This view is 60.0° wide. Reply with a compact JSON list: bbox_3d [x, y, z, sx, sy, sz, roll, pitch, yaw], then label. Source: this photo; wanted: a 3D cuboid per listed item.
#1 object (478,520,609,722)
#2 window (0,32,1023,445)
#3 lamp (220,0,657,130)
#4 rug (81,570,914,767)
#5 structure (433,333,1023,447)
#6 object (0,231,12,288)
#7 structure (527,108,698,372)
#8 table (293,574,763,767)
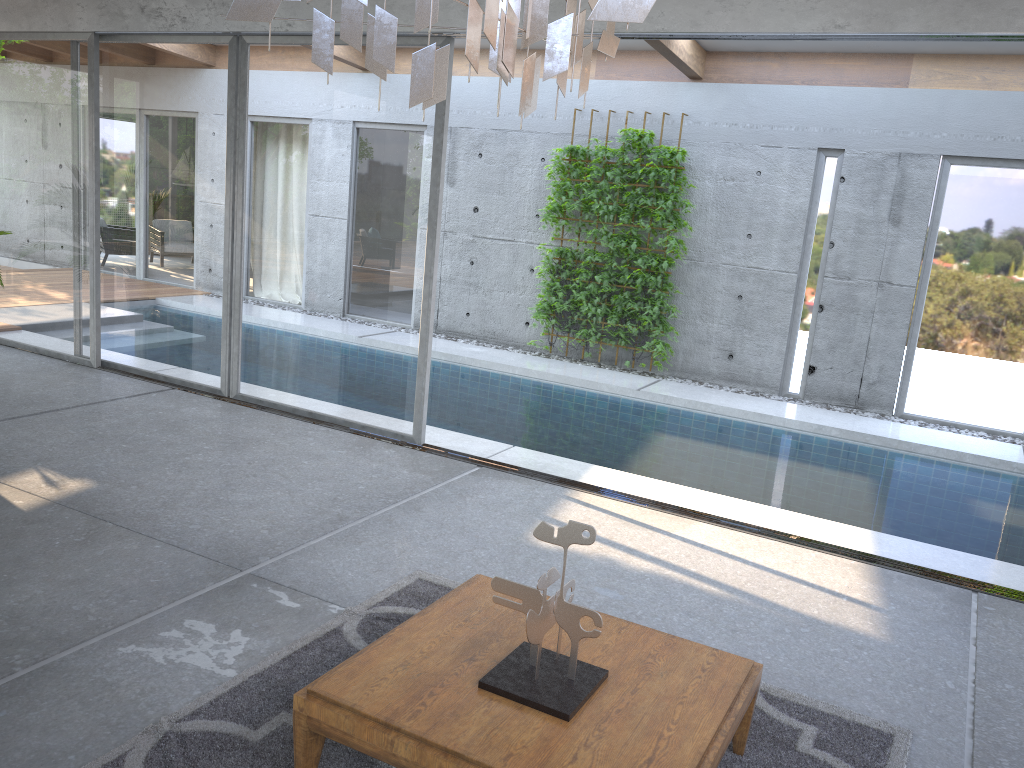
[{"bbox_3d":[0.100,0.643,2.679,0.379,0.518,0.346,11,13,26],"label":"object"},{"bbox_3d":[0.451,-0.517,2.213,23.280,3.764,14.294,11,13,26],"label":"window"},{"bbox_3d":[-0.055,-1.136,1.381,0.862,1.400,0.636,2,13,-16],"label":"lamp"},{"bbox_3d":[-0.234,1.278,2.347,2.187,0.056,3.186,12,13,27],"label":"rug"},{"bbox_3d":[1.699,-0.062,9.603,13.673,0.068,0.477,11,13,26],"label":"structure"},{"bbox_3d":[-4.799,-1.037,6.943,1.798,1.819,1.484,13,14,33],"label":"object"},{"bbox_3d":[3.415,-0.571,5.996,2.739,2.687,10.282,-7,17,-45],"label":"structure"},{"bbox_3d":[0.092,1.067,2.782,1.112,0.352,1.048,11,13,26],"label":"table"}]
